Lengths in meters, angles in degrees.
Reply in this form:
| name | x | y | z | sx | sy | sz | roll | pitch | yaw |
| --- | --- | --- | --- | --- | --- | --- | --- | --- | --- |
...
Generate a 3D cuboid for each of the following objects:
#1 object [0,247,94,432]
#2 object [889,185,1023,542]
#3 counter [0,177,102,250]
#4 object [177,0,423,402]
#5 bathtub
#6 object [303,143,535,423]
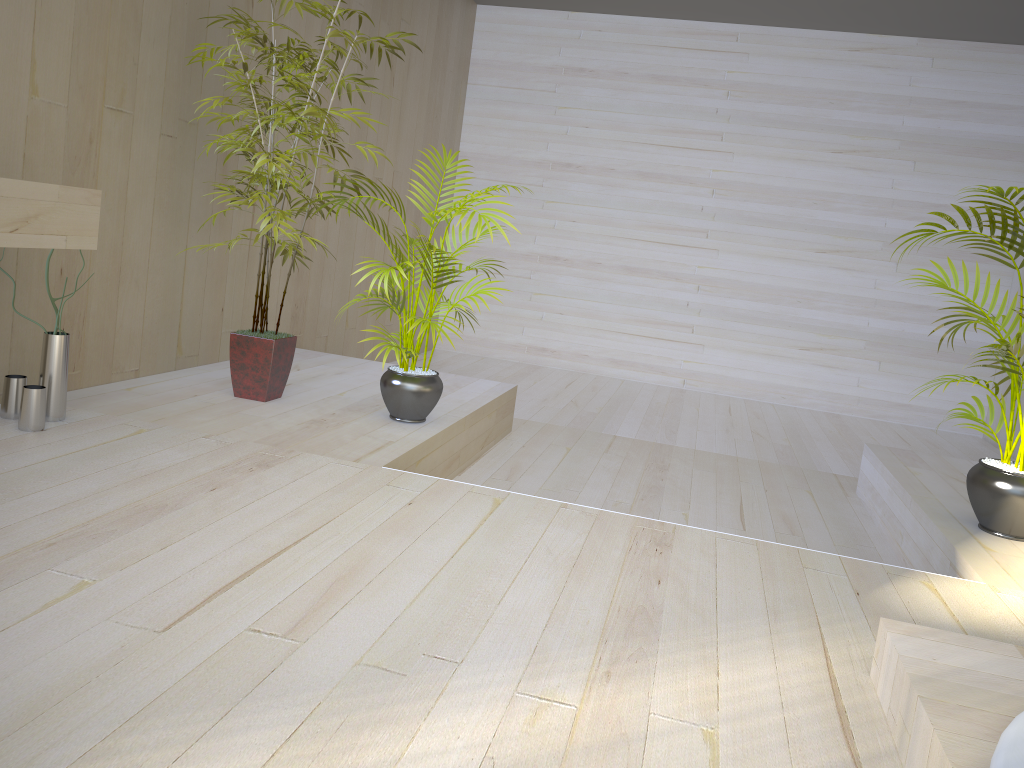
| name | x | y | z | sx | sy | sz | roll | pitch | yaw |
| --- | --- | --- | --- | --- | --- | --- | --- | --- | --- |
| object | -1.608 | -0.247 | 2.861 | 0.407 | 0.744 | 0.275 | 8 | 6 | 0 |
| object | 1.762 | -0.141 | 3.017 | 1.065 | 1.337 | 0.879 | 8 | 7 | 0 |
| counter | -1.658 | -0.149 | 2.118 | 0.551 | 0.785 | 1.212 | 9 | 8 | 12 |
| object | -1.009 | -0.810 | 3.648 | 0.791 | 1.746 | 0.936 | 12 | 8 | 37 |
| bathtub | 1.441 | 0.798 | 0.822 | 1.824 | 0.694 | 1.656 | 9 | 9 | 12 |
| object | -0.313 | -0.414 | 3.561 | 0.750 | 1.150 | 0.923 | 1 | 10 | -44 |
